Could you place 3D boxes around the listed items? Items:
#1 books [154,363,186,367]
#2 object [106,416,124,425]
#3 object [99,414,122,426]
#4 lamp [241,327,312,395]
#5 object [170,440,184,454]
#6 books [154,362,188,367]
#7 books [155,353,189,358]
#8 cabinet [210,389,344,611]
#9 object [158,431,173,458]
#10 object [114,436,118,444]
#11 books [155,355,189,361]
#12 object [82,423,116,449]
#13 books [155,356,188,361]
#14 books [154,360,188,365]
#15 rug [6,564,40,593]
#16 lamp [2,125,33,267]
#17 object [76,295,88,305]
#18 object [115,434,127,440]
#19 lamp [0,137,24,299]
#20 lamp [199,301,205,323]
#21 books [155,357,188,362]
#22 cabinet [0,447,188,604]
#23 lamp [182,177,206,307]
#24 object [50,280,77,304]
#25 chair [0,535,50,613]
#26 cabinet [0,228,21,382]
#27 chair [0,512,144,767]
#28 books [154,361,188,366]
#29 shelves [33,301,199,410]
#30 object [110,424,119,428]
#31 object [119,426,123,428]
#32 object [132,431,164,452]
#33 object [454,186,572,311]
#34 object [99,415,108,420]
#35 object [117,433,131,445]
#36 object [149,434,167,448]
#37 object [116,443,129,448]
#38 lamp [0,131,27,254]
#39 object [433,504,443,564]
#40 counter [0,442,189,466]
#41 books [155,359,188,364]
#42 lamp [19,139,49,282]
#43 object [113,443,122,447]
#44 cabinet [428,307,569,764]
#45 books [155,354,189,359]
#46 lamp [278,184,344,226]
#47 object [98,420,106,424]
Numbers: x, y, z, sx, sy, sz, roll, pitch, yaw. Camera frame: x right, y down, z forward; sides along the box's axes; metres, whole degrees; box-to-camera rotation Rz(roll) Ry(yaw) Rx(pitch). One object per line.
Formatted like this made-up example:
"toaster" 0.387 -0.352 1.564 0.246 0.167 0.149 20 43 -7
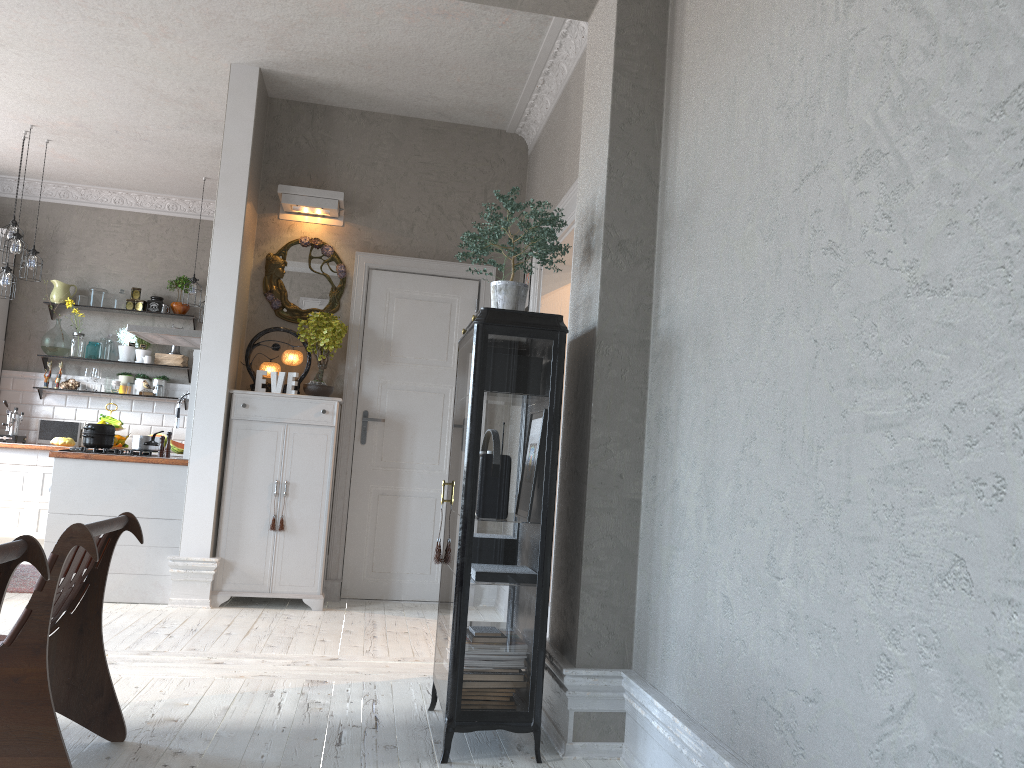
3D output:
"books" -3.238 -0.173 8.408 0.262 0.011 0.157 5 -5 -8
"object" -3.631 0.345 8.125 0.179 0.096 0.089 3 -5 10
"object" -3.647 0.327 8.054 0.211 0.101 0.067 4 -5 -4
"lamp" -1.504 -0.088 5.670 0.450 0.558 0.171 4 -5 -3
"object" -2.972 0.571 7.973 0.228 0.127 0.146 7 -6 -27
"books" -3.237 -0.184 8.409 0.262 0.011 0.157 4 -5 -5
"books" -3.231 -0.270 8.418 0.262 0.011 0.157 4 -5 -5
"cabinet" -1.451 0.717 5.517 0.671 1.297 0.380 5 -6 -10
"object" -2.122 0.366 5.418 0.073 0.167 0.035 5 -6 -11
"object" -3.619 0.510 8.021 0.088 0.078 0.088 2 -6 16
"books" -3.232 -0.248 8.415 0.261 0.016 0.158 4 -5 2
"object" -2.529 0.318 5.424 0.194 0.147 0.189 7 -6 -30
"books" -3.233 -0.238 8.414 0.262 0.011 0.157 4 -5 -5
"books" -3.235 -0.205 8.411 0.261 0.016 0.157 4 -5 -2
"rug" -3.241 1.271 5.841 0.742 0.014 1.279 5 -5 -9
"lamp" -3.714 -1.760 6.789 0.144 1.735 0.150 0 -7 37
"object" -4.027 -0.771 8.295 0.104 0.111 0.102 5 -5 -10
"object" -3.584 0.492 8.104 0.128 0.056 0.059 6 -6 -18
"lamp" -3.939 -1.541 7.048 0.150 1.735 0.143 9 -7 -43
"lamp" -2.642 -1.403 7.957 0.150 1.735 0.143 8 -7 -38
"books" -3.234 -0.227 8.413 0.262 0.011 0.157 5 -5 -8
"cabinet" -3.348 0.930 6.819 4.110 0.854 2.027 0 -7 36
"lamp" -2.740 -1.546 7.813 0.144 1.735 0.149 2 -6 22
"object" -4.172 -0.842 8.213 0.190 0.216 0.173 4 -5 4
"chair" -1.522 0.644 1.655 1.025 0.721 0.503 5 -5 -11
"cabinet" -5.040 -0.452 7.922 0.886 1.921 0.384 5 -6 -11
"chair" -1.657 0.713 2.492 1.025 0.721 0.503 5 -5 -11
"books" -3.236 -0.195 8.410 0.261 0.016 0.158 4 -5 2
"shelves" -3.699 -0.234 8.314 1.327 0.923 0.227 5 -6 -11
"object" -3.619 0.397 8.060 0.077 0.062 0.098 8 -7 -37
"object" -3.583 0.400 8.097 0.052 0.050 0.049 4 -5 -1
"object" -2.300 0.367 5.698 0.299 0.134 0.177 1 -6 24
"object" 0.007 -0.476 3.268 0.413 0.506 0.399 3 -5 6
"object" -3.712 0.301 8.048 0.074 0.058 0.050 7 -6 -33
"object" -3.556 0.500 8.101 0.060 0.120 0.127 3 -6 14
"object" -3.233 0.530 7.975 0.234 0.174 0.219 3 -5 12
"object" -3.608 0.558 8.136 0.213 0.044 0.055 1 -6 28
"lamp" -3.825 -1.885 6.938 0.149 1.735 0.144 6 -6 -23
"object" -0.278 0.574 3.391 0.044 0.234 0.041 0 -7 36
"counter" -3.741 0.473 6.628 3.186 0.039 3.363 5 -5 -10
"books" -3.234 -0.216 8.412 0.262 0.011 0.157 4 -5 -5
"lamp" -3.755 -1.684 7.093 0.149 1.735 0.144 6 -6 -23
"object" -3.572 0.559 8.019 0.088 0.051 0.069 0 -7 38
"cabinet" -0.067 0.506 3.180 0.351 1.472 0.613 5 -6 -9
"books" -3.231 -0.259 8.417 0.261 0.016 0.157 4 -5 -2
"lamp" -1.324 -1.176 5.844 0.419 0.171 0.218 5 -5 -11
"object" -3.705 0.361 7.996 0.059 0.069 0.079 3 -5 10
